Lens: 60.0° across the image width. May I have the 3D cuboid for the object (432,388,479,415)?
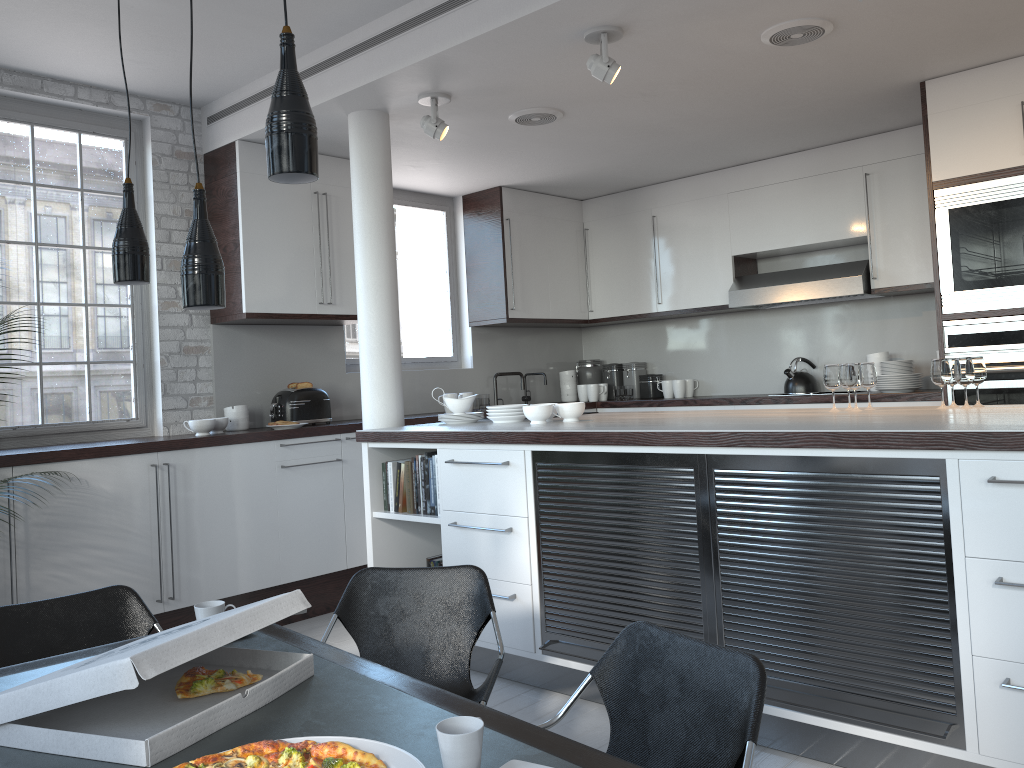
[{"bbox_3d":[-0.315,0.101,4.989,0.269,0.173,0.130,-3,-1,-18],"label":"object"}]

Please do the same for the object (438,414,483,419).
[{"bbox_3d":[-0.286,0.194,4.995,0.262,0.028,0.261,-3,0,-23],"label":"object"}]

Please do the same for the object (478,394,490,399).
[{"bbox_3d":[-0.221,0.132,7.058,0.094,0.098,0.094,-3,-1,-30],"label":"object"}]

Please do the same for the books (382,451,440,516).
[{"bbox_3d":[-0.437,0.505,4.652,0.509,0.324,0.253,-3,-1,43],"label":"books"}]

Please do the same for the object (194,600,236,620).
[{"bbox_3d":[-0.906,0.714,2.673,0.204,0.098,0.175,-3,0,-42],"label":"object"}]

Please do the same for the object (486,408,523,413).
[{"bbox_3d":[-0.023,0.155,4.829,0.235,0.041,0.236,-3,0,36],"label":"object"}]

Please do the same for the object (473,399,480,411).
[{"bbox_3d":[-0.294,0.166,6.982,0.094,0.098,0.094,-4,-1,26],"label":"object"}]

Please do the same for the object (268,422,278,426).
[{"bbox_3d":[-1.463,0.260,5.611,0.138,0.037,0.136,-3,0,41],"label":"object"}]

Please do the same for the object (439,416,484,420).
[{"bbox_3d":[-0.286,0.201,4.994,0.262,0.028,0.261,-3,0,-23],"label":"object"}]

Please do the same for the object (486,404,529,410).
[{"bbox_3d":[-0.023,0.137,4.830,0.236,0.041,0.235,-3,0,-6],"label":"object"}]

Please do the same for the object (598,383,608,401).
[{"bbox_3d":[0.816,0.072,7.893,0.138,0.152,0.109,-4,-2,42],"label":"object"}]

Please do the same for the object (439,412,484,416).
[{"bbox_3d":[-0.287,0.179,4.995,0.261,0.028,0.262,-3,0,31],"label":"object"}]

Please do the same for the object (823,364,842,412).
[{"bbox_3d":[1.497,0.019,4.134,0.082,0.223,0.082,-3,-2,-10],"label":"object"}]

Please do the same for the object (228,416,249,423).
[{"bbox_3d":[-1.764,0.237,5.682,0.154,0.074,0.152,-3,0,-44],"label":"object"}]

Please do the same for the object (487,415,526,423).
[{"bbox_3d":[-0.020,0.190,4.828,0.235,0.041,0.236,-3,0,38],"label":"object"}]

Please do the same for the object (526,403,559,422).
[{"bbox_3d":[0.169,0.151,4.660,0.156,0.093,0.157,-3,0,29],"label":"object"}]

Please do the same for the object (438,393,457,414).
[{"bbox_3d":[-0.471,0.149,6.661,0.109,0.152,0.138,-4,-1,38],"label":"object"}]

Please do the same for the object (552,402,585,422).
[{"bbox_3d":[0.298,0.144,4.539,0.157,0.093,0.156,-3,0,-32],"label":"object"}]

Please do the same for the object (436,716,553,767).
[{"bbox_3d":[-0.004,0.673,1.575,0.301,0.097,0.176,-3,0,33],"label":"object"}]

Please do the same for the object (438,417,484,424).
[{"bbox_3d":[-0.285,0.209,4.994,0.261,0.028,0.262,-3,0,32],"label":"object"}]

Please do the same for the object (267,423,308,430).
[{"bbox_3d":[-1.414,0.267,5.581,0.261,0.028,0.262,-3,0,31],"label":"object"}]

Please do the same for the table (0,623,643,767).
[{"bbox_3d":[-0.608,1.104,1.911,0.959,0.704,1.915,-3,0,-40],"label":"table"}]

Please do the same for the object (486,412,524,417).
[{"bbox_3d":[-0.022,0.172,4.829,0.235,0.041,0.236,-3,0,42],"label":"object"}]

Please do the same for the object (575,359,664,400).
[{"bbox_3d":[0.975,-0.049,8.039,0.873,0.374,0.243,-3,-1,39],"label":"object"}]

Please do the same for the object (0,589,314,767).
[{"bbox_3d":[-0.876,0.657,2.123,0.587,0.216,0.591,-3,0,22],"label":"object"}]

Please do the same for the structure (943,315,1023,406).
[{"bbox_3d":[3.116,0.124,4.927,1.047,1.028,1.025,-4,-1,43],"label":"structure"}]

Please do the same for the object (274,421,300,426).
[{"bbox_3d":[-1.422,0.252,5.579,0.138,0.044,0.136,-3,0,5],"label":"object"}]

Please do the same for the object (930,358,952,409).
[{"bbox_3d":[1.888,-0.001,3.895,0.082,0.223,0.082,-3,-2,10],"label":"object"}]

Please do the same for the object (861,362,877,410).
[{"bbox_3d":[1.653,0.011,4.113,0.082,0.223,0.082,-4,-2,37],"label":"object"}]

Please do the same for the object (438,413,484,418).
[{"bbox_3d":[-0.287,0.186,4.995,0.262,0.028,0.261,-3,0,-19],"label":"object"}]

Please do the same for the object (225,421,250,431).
[{"bbox_3d":[-1.762,0.273,5.684,0.153,0.055,0.153,-3,0,-4],"label":"object"}]

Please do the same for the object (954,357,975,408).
[{"bbox_3d":[1.957,-0.004,3.829,0.083,0.223,0.082,-3,-2,-14],"label":"object"}]

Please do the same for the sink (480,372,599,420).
[{"bbox_3d":[0.105,0.184,5.281,0.545,0.519,0.649,-4,-1,43],"label":"sink"}]

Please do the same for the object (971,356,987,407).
[{"bbox_3d":[2.036,-0.009,3.882,0.083,0.223,0.082,-2,-2,-33],"label":"object"}]

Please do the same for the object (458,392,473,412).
[{"bbox_3d":[-0.344,0.142,6.678,0.109,0.152,0.138,-3,-1,4],"label":"object"}]

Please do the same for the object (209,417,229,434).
[{"bbox_3d":[-1.821,0.257,5.451,0.156,0.093,0.157,-3,0,24],"label":"object"}]

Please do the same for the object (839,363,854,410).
[{"bbox_3d":[1.585,0.014,4.174,0.082,0.223,0.082,-4,-2,33],"label":"object"}]

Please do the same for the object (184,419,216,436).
[{"bbox_3d":[-1.848,0.259,5.285,0.156,0.093,0.157,-3,0,42],"label":"object"}]

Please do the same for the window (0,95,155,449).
[{"bbox_3d":[-5.625,-0.824,8.599,9.133,6.077,8.141,-3,-1,43],"label":"window"}]

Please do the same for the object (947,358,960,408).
[{"bbox_3d":[1.961,-0.005,3.950,0.082,0.223,0.082,-3,-2,8],"label":"object"}]

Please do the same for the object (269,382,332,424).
[{"bbox_3d":[-1.420,0.134,5.915,0.278,0.291,0.414,-4,-1,43],"label":"object"}]

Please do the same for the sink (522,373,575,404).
[{"bbox_3d":[0.204,0.111,7.523,0.433,0.414,0.916,-4,-1,43],"label":"sink"}]

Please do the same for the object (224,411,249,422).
[{"bbox_3d":[-1.765,0.207,5.682,0.153,0.062,0.153,-3,0,-18],"label":"object"}]

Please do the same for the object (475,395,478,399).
[{"bbox_3d":[-0.297,0.136,7.128,0.094,0.098,0.094,-4,-1,26],"label":"object"}]

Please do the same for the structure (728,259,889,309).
[{"bbox_3d":[2.230,-0.741,6.697,1.041,0.250,0.523,-3,0,43],"label":"structure"}]

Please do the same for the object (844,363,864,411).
[{"bbox_3d":[1.572,0.016,4.063,0.082,0.223,0.082,-4,-2,34],"label":"object"}]

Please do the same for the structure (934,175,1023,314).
[{"bbox_3d":[3.107,-0.783,5.002,1.030,0.704,0.957,-4,-1,43],"label":"structure"}]

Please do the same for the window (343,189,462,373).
[{"bbox_3d":[-0.903,-0.831,7.049,0.133,1.460,1.299,-5,-2,43],"label":"window"}]

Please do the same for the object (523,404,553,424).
[{"bbox_3d":[0.132,0.154,4.472,0.156,0.093,0.157,-3,0,43],"label":"object"}]

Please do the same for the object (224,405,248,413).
[{"bbox_3d":[-1.769,0.175,5.684,0.154,0.075,0.153,-3,0,10],"label":"object"}]

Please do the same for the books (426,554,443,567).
[{"bbox_3d":[-0.396,1.055,4.671,0.472,0.324,0.293,-3,-1,40],"label":"books"}]

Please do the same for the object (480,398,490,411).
[{"bbox_3d":[-0.219,0.162,7.056,0.094,0.098,0.094,-3,-1,-30],"label":"object"}]

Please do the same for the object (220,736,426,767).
[{"bbox_3d":[-0.403,0.726,1.504,0.531,0.042,0.532,-3,0,40],"label":"object"}]

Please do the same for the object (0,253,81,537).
[{"bbox_3d":[-2.828,0.290,3.348,1.922,2.625,2.398,-3,-1,1],"label":"object"}]
